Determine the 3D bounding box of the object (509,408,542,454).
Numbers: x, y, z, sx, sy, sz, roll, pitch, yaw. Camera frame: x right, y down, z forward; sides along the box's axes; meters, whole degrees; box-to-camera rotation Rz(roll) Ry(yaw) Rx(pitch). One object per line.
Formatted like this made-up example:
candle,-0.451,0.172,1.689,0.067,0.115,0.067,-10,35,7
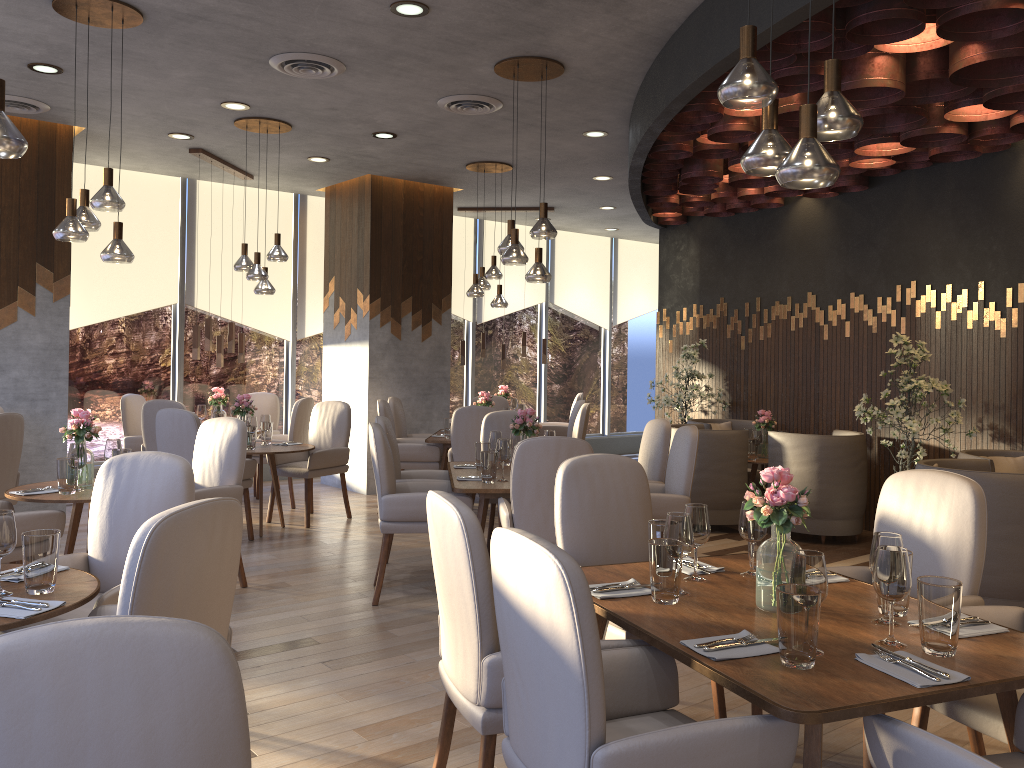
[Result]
object,0.081,0.355,5.517,0.210,0.416,0.198,1,0,9

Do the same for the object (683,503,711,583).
object,0.597,0.515,2.879,0.092,0.244,0.092,1,0,-23

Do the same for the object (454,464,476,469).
object,-0.255,0.537,5.810,0.255,0.019,0.157,1,2,-6

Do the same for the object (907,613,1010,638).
object,1.189,0.650,2.393,0.255,0.019,0.157,0,2,-22

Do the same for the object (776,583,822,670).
object,0.672,0.570,2.082,0.102,0.178,0.102,1,0,-17

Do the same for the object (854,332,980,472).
object,2.823,0.439,6.238,0.788,1.616,0.746,1,0,-12

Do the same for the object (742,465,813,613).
object,0.770,0.444,2.573,0.210,0.416,0.198,1,0,-26

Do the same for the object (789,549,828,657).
object,0.727,0.536,2.176,0.092,0.244,0.092,1,0,42

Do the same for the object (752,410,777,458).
object,2.195,0.430,7.690,0.210,0.416,0.198,1,0,29

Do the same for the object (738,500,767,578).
object,0.803,0.516,2.958,0.092,0.244,0.092,1,0,-19

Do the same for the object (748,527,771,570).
object,0.860,0.547,3.051,0.102,0.178,0.102,1,0,25

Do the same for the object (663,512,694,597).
object,0.508,0.518,2.706,0.092,0.244,0.092,1,0,-3

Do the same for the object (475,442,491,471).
object,-0.188,0.462,5.658,0.102,0.178,0.102,1,0,10

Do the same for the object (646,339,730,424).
object,1.710,0.353,8.839,0.746,1.616,0.788,1,0,-33

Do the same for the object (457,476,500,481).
object,-0.200,0.553,5.240,0.255,0.019,0.157,1,2,-6

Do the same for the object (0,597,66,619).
object,-1.394,0.612,2.460,0.255,0.019,0.157,1,2,16

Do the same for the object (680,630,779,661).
object,0.563,0.645,2.208,0.255,0.019,0.157,0,2,-23

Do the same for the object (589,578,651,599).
object,0.343,0.627,2.738,0.255,0.019,0.157,0,2,-23

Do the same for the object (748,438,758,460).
object,2.023,0.552,7.475,0.102,0.178,0.102,1,0,9

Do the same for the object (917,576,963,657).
object,1.052,0.573,2.183,0.102,0.178,0.102,1,0,-44

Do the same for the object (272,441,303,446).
object,-1.830,0.480,7.169,0.157,0.019,0.255,2,2,27

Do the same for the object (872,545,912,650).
object,0.961,0.537,2.242,0.092,0.244,0.092,1,0,-18

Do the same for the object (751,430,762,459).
object,2.087,0.518,7.564,0.092,0.244,0.092,1,0,25

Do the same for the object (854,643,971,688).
object,0.919,0.654,2.080,0.157,0.019,0.255,0,2,-20

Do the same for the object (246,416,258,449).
object,-2.009,0.374,6.834,0.092,0.244,0.092,1,0,45

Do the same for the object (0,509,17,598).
object,-1.498,0.494,2.588,0.092,0.244,0.092,1,0,-4

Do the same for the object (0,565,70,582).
object,-1.566,0.599,2.826,0.157,0.019,0.255,1,2,20

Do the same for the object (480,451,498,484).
object,-0.133,0.478,5.088,0.102,0.178,0.102,1,0,10

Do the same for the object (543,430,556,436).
object,0.248,0.430,5.887,0.092,0.244,0.092,1,0,37

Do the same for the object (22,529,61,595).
object,-1.397,0.527,2.627,0.102,0.178,0.102,1,0,12

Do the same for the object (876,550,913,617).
object,1.085,0.565,2.523,0.102,0.178,0.102,1,0,-5

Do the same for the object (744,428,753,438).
object,2.072,0.512,7.776,0.092,0.244,0.092,1,0,28

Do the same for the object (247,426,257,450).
object,-1.988,0.410,6.726,0.102,0.178,0.102,1,0,31

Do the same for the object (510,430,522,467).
object,0.029,0.427,5.872,0.092,0.244,0.092,1,0,17

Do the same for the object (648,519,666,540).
object,0.500,0.545,2.931,0.102,0.178,0.102,1,0,-19

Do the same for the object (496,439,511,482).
object,-0.052,0.445,5.162,0.092,0.244,0.092,1,0,-26

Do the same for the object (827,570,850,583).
object,0.963,0.632,2.921,0.255,0.019,0.157,0,2,-22

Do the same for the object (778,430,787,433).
object,2.312,0.521,7.576,0.092,0.244,0.092,1,0,1

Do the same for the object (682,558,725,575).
object,0.621,0.624,3.043,0.157,0.019,0.255,0,2,-25

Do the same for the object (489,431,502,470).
object,-0.107,0.429,5.732,0.092,0.244,0.092,1,0,14

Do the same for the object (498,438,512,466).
object,-0.049,0.457,5.949,0.102,0.178,0.102,1,0,8

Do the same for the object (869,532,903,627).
object,1.028,0.534,2.430,0.092,0.244,0.092,1,0,20

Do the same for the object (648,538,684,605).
object,0.452,0.553,2.611,0.102,0.178,0.102,1,0,-17
